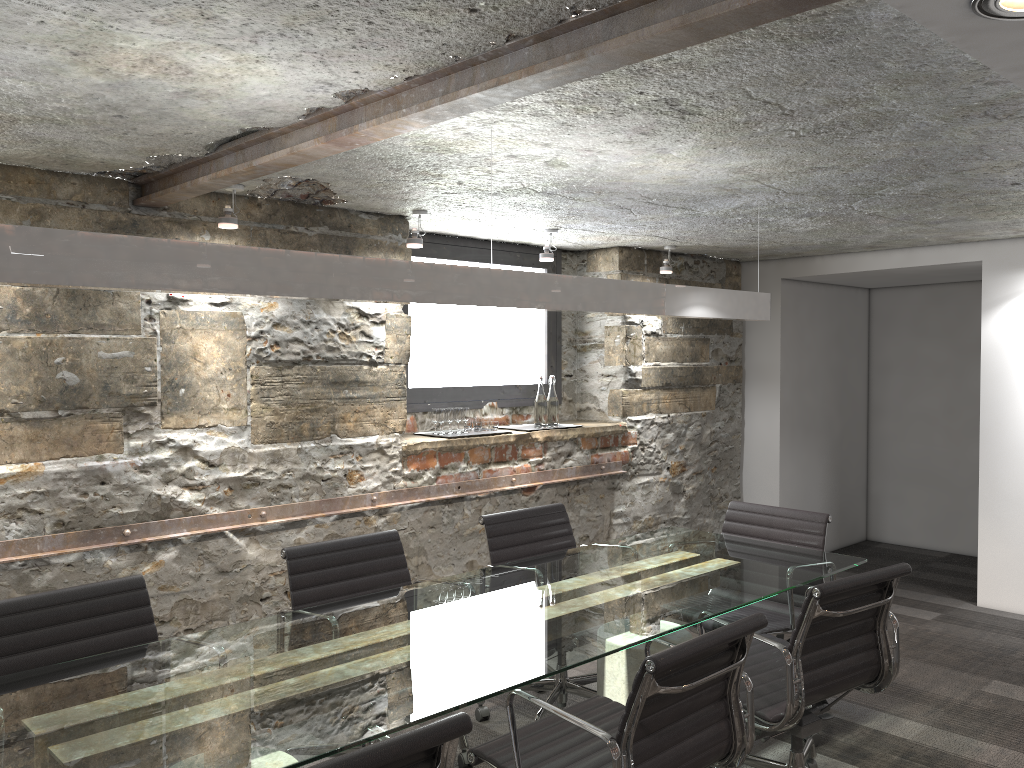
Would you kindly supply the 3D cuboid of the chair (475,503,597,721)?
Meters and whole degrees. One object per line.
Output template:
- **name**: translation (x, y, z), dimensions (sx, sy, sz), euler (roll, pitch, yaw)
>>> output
- **chair**: translation (0.235, 0.953, 3.573), dimensions (0.667, 0.837, 0.693), euler (1, 2, 38)

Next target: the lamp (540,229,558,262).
- **lamp**: translation (0.194, -0.732, 4.681), dimensions (0.098, 0.165, 0.077), euler (0, 2, -11)

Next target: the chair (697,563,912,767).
- **chair**: translation (0.883, 0.975, 2.867), dimensions (0.667, 0.837, 0.693), euler (2, 3, 44)

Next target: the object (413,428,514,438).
- **object**: translation (-0.259, 0.259, 4.708), dimensions (0.457, 0.007, 0.310), euler (-2, 3, -44)

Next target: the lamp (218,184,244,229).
- **lamp**: translation (-1.094, -0.690, 3.454), dimensions (0.098, 0.165, 0.077), euler (0, 2, -11)

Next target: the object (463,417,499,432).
- **object**: translation (-0.172, 0.217, 4.779), dimensions (0.191, 0.072, 0.111), euler (-1, 2, -36)

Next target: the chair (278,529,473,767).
- **chair**: translation (-0.414, 0.973, 2.979), dimensions (0.667, 0.837, 0.693), euler (1, 2, 37)

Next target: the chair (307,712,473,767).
- **chair**: translation (-0.441, 1.015, 1.668), dimensions (0.667, 0.837, 0.693), euler (1, 2, 37)

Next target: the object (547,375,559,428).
- **object**: translation (0.230, 0.099, 5.080), dimensions (0.073, 0.300, 0.073), euler (0, 2, 15)

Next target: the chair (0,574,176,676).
- **chair**: translation (-1.060, 0.996, 2.302), dimensions (0.667, 0.837, 0.693), euler (1, 2, 33)

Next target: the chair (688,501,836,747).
- **chair**: translation (0.939, 0.950, 3.624), dimensions (0.693, 0.837, 0.667), euler (1, 2, 39)

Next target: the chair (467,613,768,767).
- **chair**: translation (0.272, 0.994, 2.281), dimensions (0.667, 0.837, 0.693), euler (1, 2, 36)

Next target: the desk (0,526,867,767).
- **desk**: translation (-0.096, 1.048, 2.629), dimensions (3.154, 0.711, 0.909), euler (-2, 3, -44)

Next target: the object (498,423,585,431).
- **object**: translation (0.149, 0.245, 5.096), dimensions (0.457, 0.007, 0.310), euler (-2, 3, -44)

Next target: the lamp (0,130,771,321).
- **lamp**: translation (-0.102, -0.487, 2.582), dimensions (3.159, 0.524, 0.073), euler (-2, 3, -44)

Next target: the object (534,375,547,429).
- **object**: translation (0.163, 0.101, 5.016), dimensions (0.073, 0.300, 0.073), euler (0, 2, 15)

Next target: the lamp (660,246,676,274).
- **lamp**: translation (0.949, -0.756, 5.399), dimensions (0.098, 0.165, 0.077), euler (0, 2, -11)

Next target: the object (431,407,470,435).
- **object**: translation (-0.323, 0.193, 4.624), dimensions (0.108, 0.131, 0.218), euler (2, 3, 45)

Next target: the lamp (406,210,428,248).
- **lamp**: translation (-0.436, -0.712, 4.080), dimensions (0.098, 0.165, 0.077), euler (0, 2, -11)
